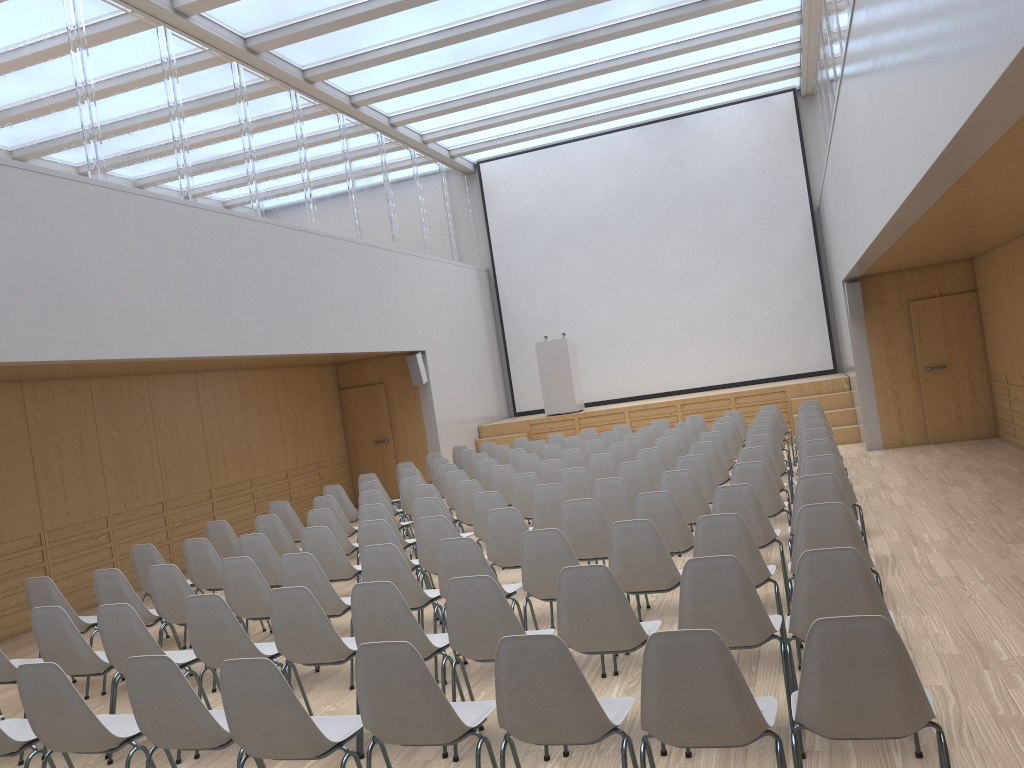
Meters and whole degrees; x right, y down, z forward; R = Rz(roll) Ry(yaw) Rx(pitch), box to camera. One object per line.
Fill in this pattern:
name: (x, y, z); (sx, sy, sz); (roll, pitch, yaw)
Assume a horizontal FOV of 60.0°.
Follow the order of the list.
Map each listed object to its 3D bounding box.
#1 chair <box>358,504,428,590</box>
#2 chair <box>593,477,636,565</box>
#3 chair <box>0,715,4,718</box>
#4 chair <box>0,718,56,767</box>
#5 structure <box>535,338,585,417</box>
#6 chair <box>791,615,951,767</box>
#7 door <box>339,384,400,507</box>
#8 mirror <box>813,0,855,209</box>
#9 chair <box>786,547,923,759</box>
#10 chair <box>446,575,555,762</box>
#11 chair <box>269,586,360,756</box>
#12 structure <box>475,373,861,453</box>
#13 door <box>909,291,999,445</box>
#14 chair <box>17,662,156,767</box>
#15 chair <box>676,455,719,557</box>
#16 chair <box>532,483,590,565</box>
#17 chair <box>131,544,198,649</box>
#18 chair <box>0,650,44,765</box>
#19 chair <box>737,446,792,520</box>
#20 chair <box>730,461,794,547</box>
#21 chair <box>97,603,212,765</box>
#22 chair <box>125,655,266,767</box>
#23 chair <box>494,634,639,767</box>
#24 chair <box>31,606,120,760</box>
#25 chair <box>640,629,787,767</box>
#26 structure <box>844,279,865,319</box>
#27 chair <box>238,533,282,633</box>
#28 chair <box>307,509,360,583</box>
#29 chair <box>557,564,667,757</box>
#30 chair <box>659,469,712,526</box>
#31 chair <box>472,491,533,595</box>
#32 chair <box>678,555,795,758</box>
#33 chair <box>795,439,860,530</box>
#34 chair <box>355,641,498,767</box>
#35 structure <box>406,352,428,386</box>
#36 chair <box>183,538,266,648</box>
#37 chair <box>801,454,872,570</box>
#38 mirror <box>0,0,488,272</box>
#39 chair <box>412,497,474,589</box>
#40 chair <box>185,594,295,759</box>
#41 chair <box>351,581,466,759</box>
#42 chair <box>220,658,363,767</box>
chair: (-1.063, 1.446, 7.790); (0.479, 0.876, 0.505); (-8, 0, 18)
chair: (0.897, 1.155, 7.167); (0.479, 0.876, 0.505); (-8, 0, 18)
chair: (-2.766, 1.705, 4.216); (0.479, 0.876, 0.505); (-8, 0, 18)
chair: (-2.310, 1.638, 4.016); (0.479, 0.876, 0.505); (-8, 0, 18)
structure: (0.892, -0.132, 16.426); (0.605, 1.379, 0.605); (-8, 0, 18)
chair: (1.161, 1.124, 2.926); (0.479, 0.876, 0.505); (-8, 0, 18)
door: (-2.433, 1.056, 15.092); (0.873, 2.024, 0.108); (-8, 0, 18)
mirror: (2.912, -3.868, 7.876); (0.253, 2.090, 17.824); (-8, 0, 18)
chair: (1.420, 1.084, 3.820); (0.479, 0.876, 0.505); (-8, 0, 18)
chair: (-0.054, 1.302, 4.304); (0.479, 0.876, 0.505); (-8, 0, 18)
chair: (-0.979, 1.439, 4.680); (0.479, 0.876, 0.505); (-8, 0, 18)
structure: (2.707, 0.815, 16.126); (6.552, 1.027, 2.728); (-8, 0, 18)
door: (6.116, -0.210, 12.284); (0.873, 2.024, 0.108); (-8, 0, 18)
chair: (-1.806, 1.563, 3.871); (0.479, 0.876, 0.505); (-8, 0, 18)
chair: (1.682, 1.038, 7.896); (0.479, 0.876, 0.505); (-8, 0, 18)
chair: (0.419, 1.226, 7.375); (0.479, 0.876, 0.505); (-8, 0, 18)
chair: (-2.834, 1.710, 7.363); (0.479, 0.876, 0.505); (-8, 0, 18)
chair: (-2.984, 1.736, 5.267); (0.479, 0.876, 0.505); (-8, 0, 18)
chair: (2.193, 0.962, 7.814); (0.479, 0.876, 0.505); (-8, 0, 18)
chair: (1.909, 1.006, 6.875); (0.479, 0.876, 0.505); (-8, 0, 18)
chair: (-1.969, 1.586, 4.934); (0.479, 0.876, 0.505); (-8, 0, 18)
chair: (-1.291, 1.487, 3.721); (0.479, 0.876, 0.505); (-8, 0, 18)
chair: (0.196, 1.267, 3.233); (0.479, 0.876, 0.505); (-8, 0, 18)
chair: (-2.446, 1.656, 5.162); (0.479, 0.876, 0.505); (-8, 0, 18)
chair: (0.676, 1.196, 3.035); (0.479, 0.876, 0.505); (-8, 0, 18)
structure: (4.832, -1.197, 12.517); (0.196, 0.542, 0.368); (-8, 0, 18)
chair: (-1.847, 1.564, 6.996); (0.479, 0.876, 0.505); (-8, 0, 18)
chair: (-1.556, 1.519, 8.013); (0.479, 0.876, 0.505); (-8, 0, 18)
chair: (0.458, 1.226, 4.179); (0.479, 0.876, 0.505); (-8, 0, 18)
chair: (1.396, 1.082, 7.024); (0.479, 0.876, 0.505); (-8, 0, 18)
chair: (-0.074, 1.299, 7.465); (0.479, 0.876, 0.505); (-8, 0, 18)
chair: (0.980, 1.149, 3.987); (0.479, 0.876, 0.505); (-8, 0, 18)
chair: (2.696, 0.887, 7.678); (0.479, 0.876, 0.505); (-8, 0, 18)
chair: (-0.319, 1.343, 3.412); (0.479, 0.876, 0.505); (-8, 0, 18)
structure: (-1.559, -0.251, 14.617); (0.196, 0.542, 0.368); (-8, 0, 18)
chair: (-2.357, 1.639, 7.225); (0.479, 0.876, 0.505); (-8, 0, 18)
chair: (2.373, 0.937, 6.661); (0.479, 0.876, 0.505); (-8, 0, 18)
mirror: (-3.478, -2.922, 9.976); (0.253, 2.090, 17.824); (-8, 0, 18)
chair: (-0.587, 1.375, 7.676); (0.479, 0.876, 0.505); (-8, 0, 18)
chair: (-1.461, 1.510, 4.828); (0.479, 0.876, 0.505); (-8, 0, 18)
chair: (-0.532, 1.373, 4.504); (0.479, 0.876, 0.505); (-8, 0, 18)
chair: (-0.828, 1.419, 3.464); (0.479, 0.876, 0.505); (-8, 0, 18)
